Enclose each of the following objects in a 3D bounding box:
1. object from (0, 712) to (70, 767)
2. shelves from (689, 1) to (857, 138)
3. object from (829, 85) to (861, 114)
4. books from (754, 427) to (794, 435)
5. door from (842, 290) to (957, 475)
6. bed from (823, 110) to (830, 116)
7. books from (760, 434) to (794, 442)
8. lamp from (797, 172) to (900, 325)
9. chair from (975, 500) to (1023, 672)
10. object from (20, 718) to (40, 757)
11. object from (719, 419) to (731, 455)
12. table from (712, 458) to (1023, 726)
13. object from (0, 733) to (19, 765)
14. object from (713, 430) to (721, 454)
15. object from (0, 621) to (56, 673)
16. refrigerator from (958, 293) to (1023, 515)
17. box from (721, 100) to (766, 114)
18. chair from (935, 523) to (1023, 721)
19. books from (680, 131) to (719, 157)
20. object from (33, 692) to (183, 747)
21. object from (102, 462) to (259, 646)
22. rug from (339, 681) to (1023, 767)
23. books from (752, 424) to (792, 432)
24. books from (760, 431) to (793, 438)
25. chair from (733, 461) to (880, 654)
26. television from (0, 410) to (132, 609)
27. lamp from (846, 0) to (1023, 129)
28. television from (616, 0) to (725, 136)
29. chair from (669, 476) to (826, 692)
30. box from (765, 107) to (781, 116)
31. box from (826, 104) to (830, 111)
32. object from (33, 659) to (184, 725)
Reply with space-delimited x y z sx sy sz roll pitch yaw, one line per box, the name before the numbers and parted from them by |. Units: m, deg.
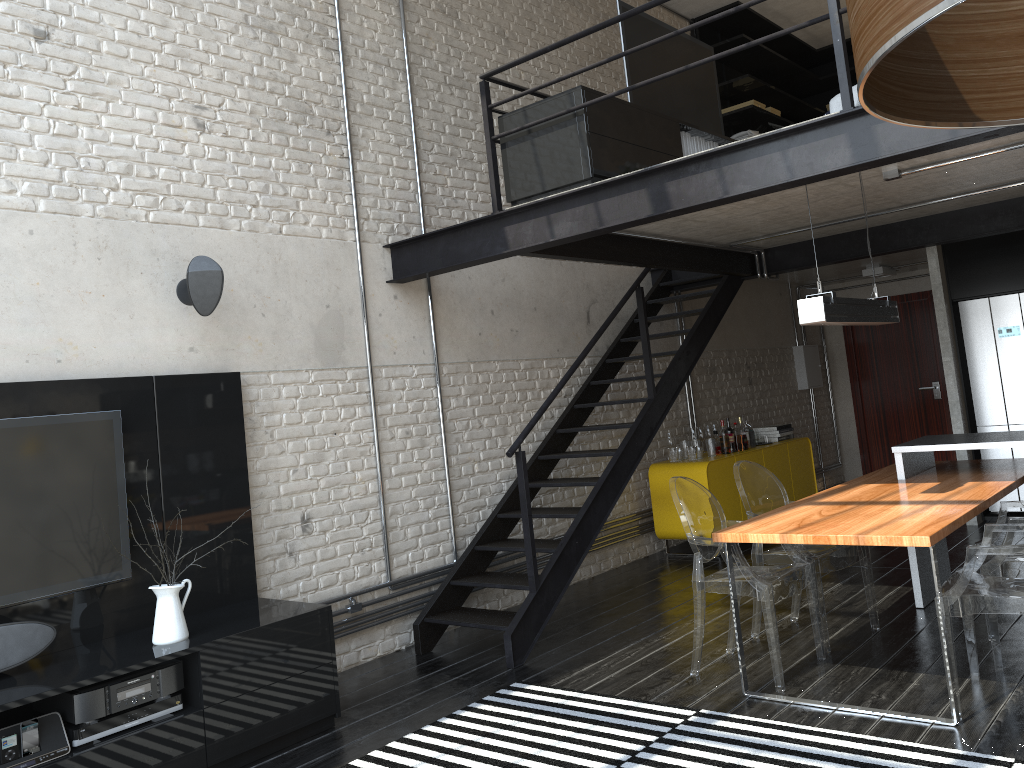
object | -1.788 1.307 3.192 0.129 0.141 0.329 -9 -3 40
shelves | 3.693 -2.702 9.768 2.113 2.804 2.677 -9 -4 40
object | 2.636 -1.606 5.470 0.678 0.662 2.520 -9 -3 41
books | 2.578 0.469 8.751 0.286 0.031 0.351 -7 -2 40
door | 4.715 0.039 10.751 1.127 2.227 0.195 -9 -6 40
bed | 3.311 -1.788 5.216 2.682 0.845 4.484 -7 -2 40
books | 2.587 0.537 8.743 0.258 0.044 0.351 -7 -2 42
lamp | 1.676 -0.746 4.492 0.124 0.894 1.089 -10 -5 40
chair | 2.462 0.774 4.078 0.588 0.945 0.539 -8 -4 25
object | -1.742 1.279 3.200 0.008 0.125 0.059 -10 -6 40
object | 1.862 0.463 7.770 0.081 0.310 0.081 -9 -6 32
table | 2.150 0.925 4.683 0.923 0.736 2.676 -8 -3 40
object | -1.787 1.297 3.146 0.011 0.097 0.057 -10 -6 40
object | 1.825 0.519 7.892 0.087 0.207 0.087 -4 -5 -25
object | -2.083 1.052 3.452 0.203 0.219 0.529 -9 -3 40
refrigerator | 4.326 0.159 7.441 0.720 1.833 0.499 -10 -6 40
box | 2.457 -2.902 9.428 0.399 0.083 0.296 -7 -2 40
chair | 2.052 0.806 3.548 0.587 0.945 0.540 -9 -5 35
books | 1.279 -1.539 6.043 0.166 0.226 0.976 -9 -3 40
object | -1.632 1.331 3.590 0.369 0.059 0.441 -7 -2 40
object | -1.412 0.703 3.799 0.350 0.785 0.698 -9 -5 37
rug | 0.201 1.438 2.064 3.385 0.004 3.498 -7 -2 40
books | 2.570 0.435 8.742 0.257 0.038 0.325 -7 -2 42
books | 2.583 0.499 8.732 0.258 0.031 0.329 -7 -2 38
chair | 1.547 0.888 4.847 0.541 0.945 0.586 -3 -5 -40
television | -2.219 0.542 3.576 0.071 0.776 1.320 -10 -4 40
lamp | 0.345 0.211 0.118 0.554 2.339 1.844 -8 -4 27
television | 1.122 -2.099 6.230 0.294 0.866 1.320 -10 -4 40
chair | 1.111 0.923 4.375 0.587 0.945 0.540 -9 -5 40
box | 2.755 -2.944 9.857 0.399 0.126 0.264 -7 -2 40
box | 4.103 -3.395 10.845 0.264 0.126 0.399 -4 -2 -45
object | -1.633 1.236 3.606 0.405 0.131 0.447 -7 -2 40
